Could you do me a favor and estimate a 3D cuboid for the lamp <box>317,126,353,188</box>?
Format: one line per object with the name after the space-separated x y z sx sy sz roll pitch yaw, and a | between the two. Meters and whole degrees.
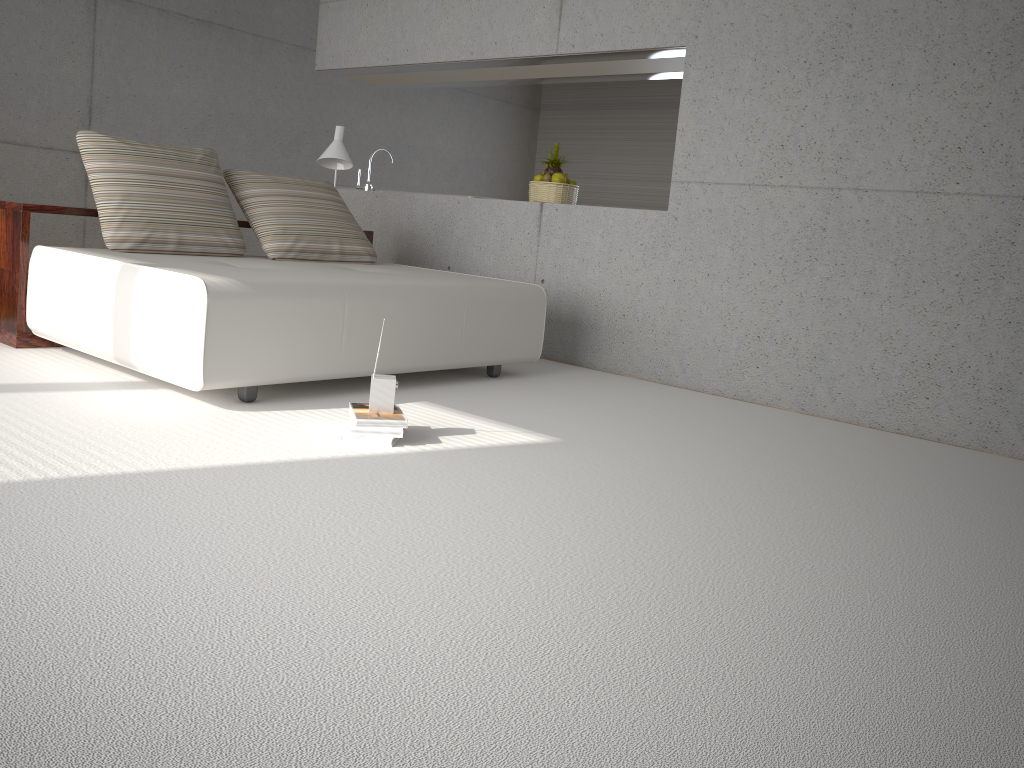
-1.187 -1.415 6.018 0.245 0.694 0.325 8 7 20 | lamp

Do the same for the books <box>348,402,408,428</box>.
-0.504 0.116 3.307 0.189 0.032 0.268 3 10 -16 | books

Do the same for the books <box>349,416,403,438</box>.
-0.510 0.149 3.303 0.189 0.032 0.267 4 10 -11 | books

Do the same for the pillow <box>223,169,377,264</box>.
-1.274 -1.009 5.383 0.582 0.513 0.808 12 11 40 | pillow

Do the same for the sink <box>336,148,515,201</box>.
-0.713 -1.583 7.084 1.715 0.535 0.768 13 11 39 | sink

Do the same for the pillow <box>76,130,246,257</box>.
-1.856 -1.006 4.754 0.494 0.605 0.802 11 10 38 | pillow

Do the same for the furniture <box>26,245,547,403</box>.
-1.110 -0.365 4.693 1.624 0.518 2.174 13 12 39 | furniture

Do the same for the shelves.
-1.849 -0.645 5.325 0.403 0.709 2.256 11 11 39 | shelves

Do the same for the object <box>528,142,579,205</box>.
0.299 -1.479 6.221 0.335 0.438 0.370 9 8 25 | object

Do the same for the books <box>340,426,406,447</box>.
-0.513 0.180 3.307 0.189 0.032 0.267 6 10 4 | books

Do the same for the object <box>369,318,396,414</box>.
-0.466 -0.070 3.247 0.090 0.363 0.187 5 6 -10 | object
